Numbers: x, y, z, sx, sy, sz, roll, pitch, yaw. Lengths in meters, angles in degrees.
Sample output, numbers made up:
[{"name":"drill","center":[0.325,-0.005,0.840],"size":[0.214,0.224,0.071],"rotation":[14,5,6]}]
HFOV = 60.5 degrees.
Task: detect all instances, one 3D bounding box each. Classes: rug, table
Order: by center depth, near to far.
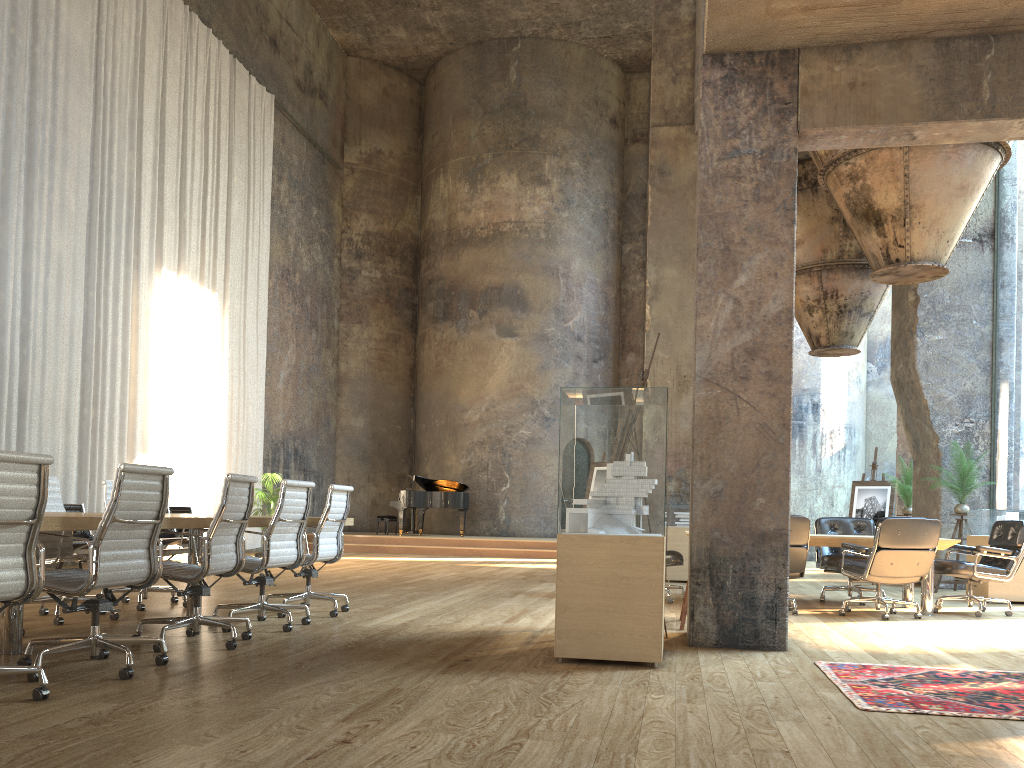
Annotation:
[{"name":"table","center":[-2.891,0.974,4.065],"size":[1.600,0.753,7.784],"rotation":[0,-9,11]},{"name":"rug","center":[2.854,1.523,4.280],"size":[2.461,0.009,1.358],"rotation":[0,-9,11]},{"name":"table","center":[2.909,1.824,8.585],"size":[2.409,0.696,1.114],"rotation":[0,-6,11]}]

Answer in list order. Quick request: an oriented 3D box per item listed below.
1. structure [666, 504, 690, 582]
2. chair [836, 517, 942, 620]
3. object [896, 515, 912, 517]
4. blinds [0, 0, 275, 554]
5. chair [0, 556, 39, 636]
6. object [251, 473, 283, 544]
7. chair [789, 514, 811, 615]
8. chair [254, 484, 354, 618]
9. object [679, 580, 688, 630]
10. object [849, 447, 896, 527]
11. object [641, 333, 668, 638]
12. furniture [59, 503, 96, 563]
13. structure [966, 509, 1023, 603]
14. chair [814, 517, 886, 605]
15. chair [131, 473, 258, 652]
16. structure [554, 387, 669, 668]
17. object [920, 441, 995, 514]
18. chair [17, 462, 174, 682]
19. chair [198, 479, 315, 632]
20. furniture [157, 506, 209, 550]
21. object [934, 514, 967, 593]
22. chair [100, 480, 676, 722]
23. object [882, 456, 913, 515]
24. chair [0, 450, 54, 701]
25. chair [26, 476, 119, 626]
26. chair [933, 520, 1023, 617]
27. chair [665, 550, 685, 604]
[{"name":"structure","center":[2.442,2.118,11.671],"size":[0.743,1.009,0.740],"rotation":[1,-4,11]},{"name":"chair","center":[3.285,1.624,7.814],"size":[0.730,0.887,0.826],"rotation":[3,-5,-15]},{"name":"object","center":[5.990,2.464,13.255],"size":[0.658,0.967,0.574],"rotation":[1,-3,5]},{"name":"blinds","center":[-5.355,-1.772,12.908],"size":[0.275,8.596,7.889],"rotation":[1,-4,12]},{"name":"chair","center":[-3.315,1.032,5.390],"size":[0.699,1.020,0.670],"rotation":[0,-3,16]},{"name":"object","center":[-4.242,2.299,15.452],"size":[1.091,1.449,1.137],"rotation":[1,-4,2]},{"name":"chair","center":[2.286,1.622,7.971],"size":[0.729,0.887,0.828],"rotation":[1,-4,5]},{"name":"chair","center":[-1.635,1.308,6.960],"size":[0.699,1.020,0.670],"rotation":[0,-3,16]},{"name":"object","center":[1.591,1.232,6.767],"size":[0.570,1.291,0.662],"rotation":[1,-2,11]},{"name":"object","center":[5.921,2.082,14.451],"size":[0.701,2.136,0.687],"rotation":[0,-2,40]},{"name":"object","center":[0.764,0.709,6.117],"size":[0.684,2.136,0.704],"rotation":[1,-2,10]},{"name":"furniture","center":[-4.987,1.705,9.566],"size":[0.708,0.836,1.888],"rotation":[1,-7,11]},{"name":"structure","center":[5.558,1.908,9.751],"size":[0.735,1.009,0.749],"rotation":[1,-4,11]},{"name":"chair","center":[3.555,1.844,9.240],"size":[0.729,0.887,0.828],"rotation":[1,-4,12]},{"name":"chair","center":[-1.908,1.047,5.260],"size":[0.699,1.020,0.670],"rotation":[1,-3,10]},{"name":"structure","center":[0.613,0.845,5.232],"size":[0.594,1.539,0.747],"rotation":[1,-2,11]},{"name":"object","center":[5.490,1.150,10.889],"size":[0.858,0.935,0.693],"rotation":[0,-4,13]},{"name":"chair","center":[-2.086,0.906,4.344],"size":[0.699,1.020,0.670],"rotation":[0,-3,16]},{"name":"chair","center":[-1.759,1.177,6.104],"size":[0.699,1.020,0.670],"rotation":[0,-3,19]},{"name":"furniture","center":[-4.547,2.066,11.914],"size":[0.708,0.836,1.888],"rotation":[1,-7,11]},{"name":"object","center":[5.605,2.083,10.770],"size":[0.661,0.967,0.571],"rotation":[4,-4,-43]},{"name":"chair","center":[-0.194,1.303,6.641],"size":[12.946,1.025,31.790],"rotation":[0,-9,11]},{"name":"object","center":[5.962,1.523,13.304],"size":[0.688,0.935,0.865],"rotation":[-1,-5,31]},{"name":"chair","center":[-2.250,0.772,3.479],"size":[0.699,1.020,0.670],"rotation":[0,-3,19]},{"name":"chair","center":[-3.148,1.171,6.293],"size":[0.699,1.020,0.670],"rotation":[1,-3,14]},{"name":"chair","center":[4.375,1.725,8.309],"size":[0.820,0.888,0.735],"rotation":[1,-4,5]},{"name":"chair","center":[1.386,1.737,8.885],"size":[0.820,0.888,0.735],"rotation":[1,-4,7]}]
